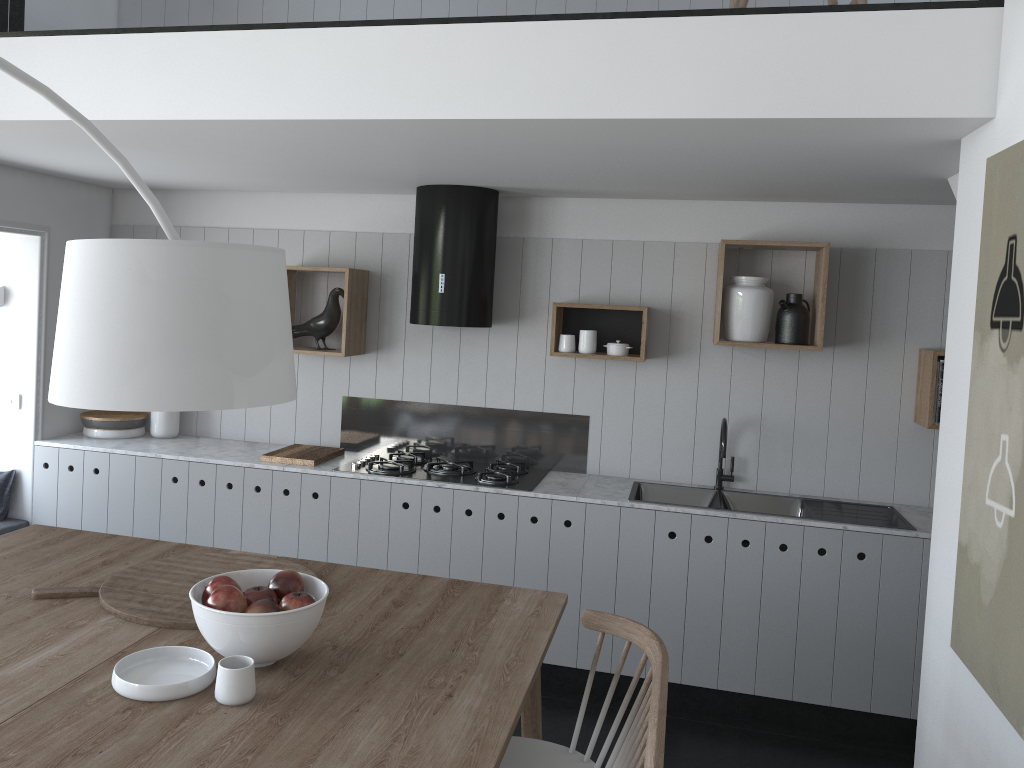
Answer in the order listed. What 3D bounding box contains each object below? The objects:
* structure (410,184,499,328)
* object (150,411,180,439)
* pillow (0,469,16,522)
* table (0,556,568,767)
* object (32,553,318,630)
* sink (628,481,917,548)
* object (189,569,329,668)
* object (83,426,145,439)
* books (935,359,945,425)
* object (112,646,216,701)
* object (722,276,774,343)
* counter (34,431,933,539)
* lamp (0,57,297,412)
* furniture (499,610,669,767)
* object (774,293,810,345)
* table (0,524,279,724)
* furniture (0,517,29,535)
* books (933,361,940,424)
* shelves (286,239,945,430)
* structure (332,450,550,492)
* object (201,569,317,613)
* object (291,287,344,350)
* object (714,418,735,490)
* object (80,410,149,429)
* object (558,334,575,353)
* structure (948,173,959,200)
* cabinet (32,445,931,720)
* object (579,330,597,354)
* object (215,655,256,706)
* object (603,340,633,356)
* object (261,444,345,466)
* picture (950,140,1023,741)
[{"bbox_3d":[-0.284,-0.728,4.427,0.404,0.867,0.426,1,3,-31],"label":"structure"},{"bbox_3d":[-1.951,0.195,4.969,0.151,0.212,0.157,2,4,-19],"label":"object"},{"bbox_3d":[-2.821,0.589,4.694,0.408,0.293,0.179,4,3,14],"label":"pillow"},{"bbox_3d":[-0.509,1.045,1.771,0.947,0.748,2.022,4,5,12],"label":"table"},{"bbox_3d":[-0.869,0.576,2.472,0.614,0.023,0.659,7,6,35],"label":"object"},{"bbox_3d":[1.130,0.622,4.004,1.192,0.166,0.448,4,5,14],"label":"sink"},{"bbox_3d":[-0.586,0.557,2.046,0.318,0.164,0.312,4,5,10],"label":"object"},{"bbox_3d":[-2.240,0.259,4.978,0.316,0.055,0.336,-1,7,-38],"label":"object"},{"bbox_3d":[1.899,0.029,3.974,0.022,0.285,0.204,3,3,11],"label":"books"},{"bbox_3d":[-0.753,0.626,1.916,0.213,0.035,0.217,2,5,-8],"label":"object"},{"bbox_3d":[1.103,-0.350,4.147,0.225,0.301,0.232,2,4,-14],"label":"object"},{"bbox_3d":[0.537,0.507,4.182,6.206,0.020,0.573,4,5,14],"label":"counter"},{"bbox_3d":[-2.254,0.484,0.018,0.898,2.020,5.076,5,5,38],"label":"lamp"},{"bbox_3d":[-0.008,1.045,1.711,0.551,0.808,1.347,4,5,11],"label":"furniture"},{"bbox_3d":[1.310,-0.302,4.106,0.161,0.235,0.152,4,3,10],"label":"object"},{"bbox_3d":[-1.427,0.978,2.003,0.947,0.748,2.022,4,5,12],"label":"table"},{"bbox_3d":[-2.943,0.778,4.260,0.603,0.115,1.041,4,5,12],"label":"furniture"},{"bbox_3d":[1.883,0.029,3.986,0.013,0.280,0.208,3,3,11],"label":"books"},{"bbox_3d":[0.508,-0.308,4.305,3.625,0.796,0.296,4,3,14],"label":"shelves"},{"bbox_3d":[-0.337,0.409,4.406,0.996,0.048,0.548,4,5,13],"label":"structure"},{"bbox_3d":[-0.585,0.537,2.041,0.245,0.167,0.242,1,5,-27],"label":"object"},{"bbox_3d":[-1.051,-0.353,4.710,0.339,0.334,0.137,4,3,15],"label":"object"},{"bbox_3d":[1.013,0.347,4.165,0.092,0.374,0.287,3,4,11],"label":"object"},{"bbox_3d":[-2.237,0.201,4.975,0.351,0.065,0.369,0,6,-28],"label":"object"},{"bbox_3d":[0.269,-0.196,4.314,0.081,0.088,0.086,0,5,-41],"label":"object"},{"bbox_3d":[1.785,0.416,1.674,1.069,2.624,3.569,4,4,11],"label":"structure"},{"bbox_3d":[0.462,0.916,3.923,6.203,0.746,0.010,4,3,14],"label":"cabinet"},{"bbox_3d":[0.368,-0.203,4.289,0.087,0.115,0.084,4,4,13],"label":"object"},{"bbox_3d":[-0.577,0.620,1.845,0.085,0.078,0.082,4,4,13],"label":"object"},{"bbox_3d":[0.513,-0.175,4.281,0.127,0.073,0.110,2,4,-9],"label":"object"},{"bbox_3d":[-1.077,0.366,4.581,0.294,0.030,0.396,4,5,12],"label":"object"},{"bbox_3d":[1.036,0.107,1.561,0.061,1.216,1.285,3,4,11],"label":"picture"}]
